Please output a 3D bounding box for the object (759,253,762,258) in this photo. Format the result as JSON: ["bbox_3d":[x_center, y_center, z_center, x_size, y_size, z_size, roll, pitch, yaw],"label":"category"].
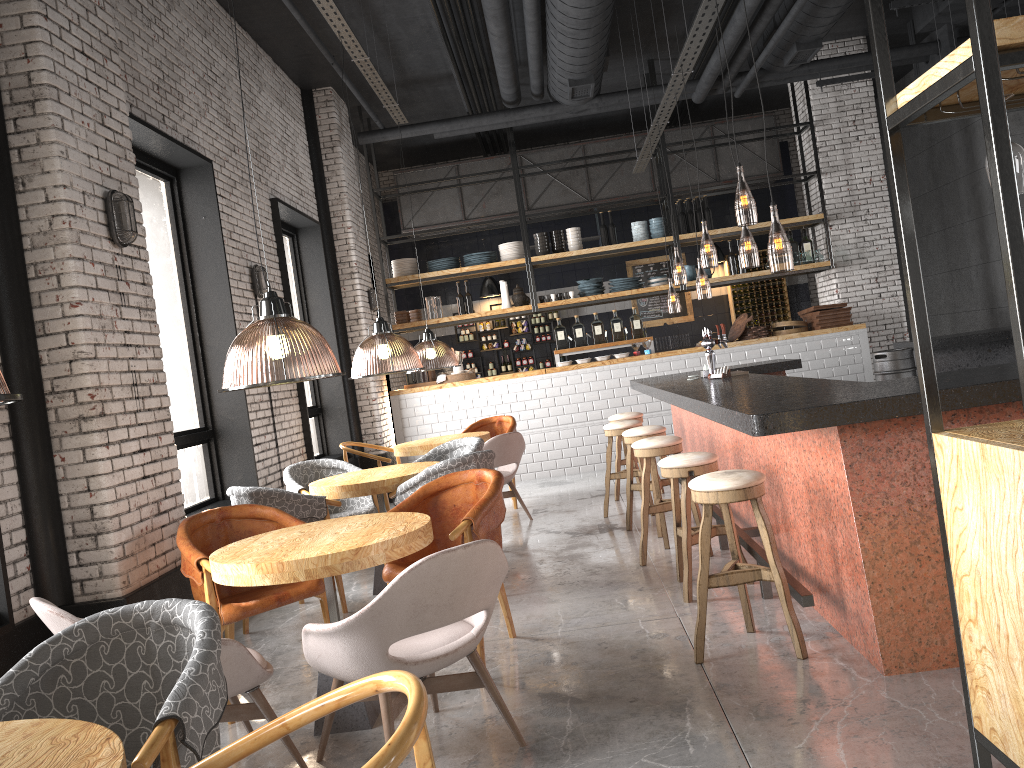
[{"bbox_3d":[3.981,-2.062,14.273,0.079,0.079,0.284,-8,1,3],"label":"object"}]

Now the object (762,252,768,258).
[{"bbox_3d":[4.075,-2.076,14.272,0.079,0.079,0.284,-8,1,3],"label":"object"}]

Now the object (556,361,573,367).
[{"bbox_3d":[0.655,-0.248,10.974,0.216,0.056,0.324,-8,1,3],"label":"object"}]

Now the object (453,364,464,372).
[{"bbox_3d":[-0.677,-0.147,11.289,0.129,0.204,0.129,-8,0,39],"label":"object"}]

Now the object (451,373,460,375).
[{"bbox_3d":[-0.674,-0.101,11.059,0.161,0.075,0.160,-9,1,-19],"label":"object"}]

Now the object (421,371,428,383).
[{"bbox_3d":[-1.120,-0.169,11.231,0.070,0.368,0.107,-8,0,2],"label":"object"}]

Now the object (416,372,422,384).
[{"bbox_3d":[-1.185,-0.160,11.233,0.070,0.368,0.107,-8,0,2],"label":"object"}]

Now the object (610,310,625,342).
[{"bbox_3d":[1.330,-0.741,11.259,0.154,0.404,0.154,-8,0,3],"label":"object"}]

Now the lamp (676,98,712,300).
[{"bbox_3d":[1.298,-1.410,6.482,0.108,1.599,0.108,-8,0,-15],"label":"lamp"}]

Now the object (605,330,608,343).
[{"bbox_3d":[1.198,-0.599,11.212,0.031,0.164,0.046,-8,0,28],"label":"object"}]

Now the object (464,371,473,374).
[{"bbox_3d":[-0.562,-0.119,11.179,0.161,0.075,0.160,-9,1,-34],"label":"object"}]

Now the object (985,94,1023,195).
[{"bbox_3d":[1.349,-0.650,2.432,0.101,0.267,0.101,-8,0,-34],"label":"object"}]

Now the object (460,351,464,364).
[{"bbox_3d":[-0.657,-0.240,11.285,0.123,0.358,0.076,-8,0,18],"label":"object"}]

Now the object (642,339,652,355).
[{"bbox_3d":[1.658,-0.458,10.875,0.128,0.189,0.123,-8,0,12],"label":"object"}]

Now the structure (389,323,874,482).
[{"bbox_3d":[1.494,0.327,11.488,5.799,1.346,1.511,-8,1,3],"label":"structure"}]

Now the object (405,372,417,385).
[{"bbox_3d":[-1.301,-0.237,11.225,0.106,0.554,0.157,-8,0,2],"label":"object"}]

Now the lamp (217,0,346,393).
[{"bbox_3d":[-1.157,-1.192,3.814,0.536,2.406,0.537,-8,0,45],"label":"lamp"}]

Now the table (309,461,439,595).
[{"bbox_3d":[-0.873,1.020,6.127,0.933,0.810,0.931,-9,1,-40],"label":"table"}]

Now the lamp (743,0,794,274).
[{"bbox_3d":[1.124,-1.304,4.053,0.108,1.599,0.108,-8,0,35],"label":"lamp"}]

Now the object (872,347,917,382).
[{"bbox_3d":[3.798,0.177,8.690,0.399,1.035,0.398,-8,0,38],"label":"object"}]

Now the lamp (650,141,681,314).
[{"bbox_3d":[1.306,-1.408,7.726,0.108,1.599,0.108,-8,0,35],"label":"lamp"}]

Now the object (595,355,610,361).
[{"bbox_3d":[1.122,-0.315,10.960,0.216,0.056,0.324,-8,1,3],"label":"object"}]

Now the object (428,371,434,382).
[{"bbox_3d":[-1.029,-0.107,11.217,0.056,0.249,0.056,-8,0,-35],"label":"object"}]

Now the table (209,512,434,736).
[{"bbox_3d":[-0.754,1.051,3.806,0.933,0.810,0.931,-9,1,-40],"label":"table"}]

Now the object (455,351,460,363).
[{"bbox_3d":[-0.681,-0.240,11.239,0.033,0.370,0.137,-8,0,-31],"label":"object"}]

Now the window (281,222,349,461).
[{"bbox_3d":[-2.276,-0.439,9.411,0.365,2.697,1.535,-8,0,3],"label":"window"}]

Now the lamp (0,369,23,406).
[{"bbox_3d":[-1.274,-1.125,1.448,0.536,2.406,0.537,-8,0,45],"label":"lamp"}]

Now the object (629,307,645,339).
[{"bbox_3d":[1.575,-0.776,11.251,0.154,0.404,0.154,-8,0,3],"label":"object"}]

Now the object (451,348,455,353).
[{"bbox_3d":[-0.738,-0.323,11.338,0.090,0.289,0.017,-8,0,40],"label":"object"}]

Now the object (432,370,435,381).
[{"bbox_3d":[-1.025,-0.109,11.304,0.056,0.249,0.056,-8,0,-35],"label":"object"}]

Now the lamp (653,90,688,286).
[{"bbox_3d":[1.248,-1.588,7.137,0.108,1.599,0.108,-8,0,35],"label":"lamp"}]

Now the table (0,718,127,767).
[{"bbox_3d":[-1.085,1.149,1.460,0.933,0.810,0.931,-9,1,-40],"label":"table"}]

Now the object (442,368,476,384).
[{"bbox_3d":[-0.679,-0.094,11.166,0.437,0.157,0.419,-9,1,-24],"label":"object"}]

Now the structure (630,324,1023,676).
[{"bbox_3d":[3.268,0.080,6.291,4.309,1.533,5.878,-8,1,3],"label":"structure"}]

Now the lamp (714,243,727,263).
[{"bbox_3d":[3.196,-2.418,14.290,0.390,0.937,0.390,-8,0,5],"label":"lamp"}]

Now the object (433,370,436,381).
[{"bbox_3d":[-1.020,-0.112,11.391,0.056,0.249,0.056,-8,0,-35],"label":"object"}]

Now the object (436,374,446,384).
[{"bbox_3d":[-0.809,-0.076,11.123,0.187,0.111,0.283,-7,1,40],"label":"object"}]

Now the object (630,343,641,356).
[{"bbox_3d":[1.534,-0.429,10.952,0.122,0.165,0.112,-8,1,37],"label":"object"}]

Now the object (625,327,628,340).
[{"bbox_3d":[1.441,-0.633,11.177,0.024,0.164,0.062,-8,0,-7],"label":"object"}]

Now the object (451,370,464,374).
[{"bbox_3d":[-0.675,-0.120,11.061,0.160,0.078,0.160,-9,1,-19],"label":"object"}]

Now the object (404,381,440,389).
[{"bbox_3d":[-1.145,0.011,11.336,0.411,0.050,0.411,-8,1,2],"label":"object"}]

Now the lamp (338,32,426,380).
[{"bbox_3d":[-1.039,-1.259,6.179,0.536,2.406,0.537,-8,0,45],"label":"lamp"}]

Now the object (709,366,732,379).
[{"bbox_3d":[1.620,-0.092,6.922,0.091,0.091,0.177,-8,1,-22],"label":"object"}]

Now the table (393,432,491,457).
[{"bbox_3d":[-0.617,0.932,8.521,0.933,0.810,0.931,-9,1,-44],"label":"table"}]

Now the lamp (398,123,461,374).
[{"bbox_3d":[-0.925,-1.324,8.494,0.536,2.406,0.537,-8,0,45],"label":"lamp"}]

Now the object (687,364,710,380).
[{"bbox_3d":[1.575,-0.110,7.752,0.200,0.106,0.767,-8,1,3],"label":"object"}]

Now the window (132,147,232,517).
[{"bbox_3d":[-2.435,-0.348,6.212,0.365,2.697,1.535,-8,0,3],"label":"window"}]

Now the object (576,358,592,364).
[{"bbox_3d":[0.884,-0.283,10.950,0.216,0.059,0.324,-8,1,3],"label":"object"}]

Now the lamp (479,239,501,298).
[{"bbox_3d":[-0.407,-1.904,14.507,0.390,0.937,0.390,-8,0,5],"label":"lamp"}]

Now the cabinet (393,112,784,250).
[{"bbox_3d":[1.206,-2.818,13.841,5.862,1.768,0.682,-8,0,3],"label":"cabinet"}]

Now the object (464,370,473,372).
[{"bbox_3d":[-0.567,-0.138,11.181,0.161,0.078,0.160,-9,1,-34],"label":"object"}]

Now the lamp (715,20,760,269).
[{"bbox_3d":[1.287,-1.400,5.162,0.108,1.461,0.108,-8,0,-25],"label":"lamp"}]

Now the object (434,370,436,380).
[{"bbox_3d":[-1.016,-0.114,11.478,0.056,0.249,0.056,-8,0,-35],"label":"object"}]

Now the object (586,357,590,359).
[{"bbox_3d":[0.910,-0.308,10.860,0.043,0.023,0.202,-9,1,-26],"label":"object"}]

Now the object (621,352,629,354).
[{"bbox_3d":[1.377,-0.382,10.839,0.039,0.021,0.203,-9,1,-20],"label":"object"}]

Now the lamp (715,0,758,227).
[{"bbox_3d":[1.108,-1.615,4.592,0.108,1.599,0.108,-8,0,35],"label":"lamp"}]

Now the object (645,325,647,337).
[{"bbox_3d":[1.681,-0.668,11.163,0.034,0.164,0.061,-8,0,36],"label":"object"}]

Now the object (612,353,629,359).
[{"bbox_3d":[1.351,-0.350,10.932,0.216,0.060,0.324,-8,1,3],"label":"object"}]

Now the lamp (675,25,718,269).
[{"bbox_3d":[1.181,-1.550,5.788,0.108,1.599,0.108,-8,0,35],"label":"lamp"}]
